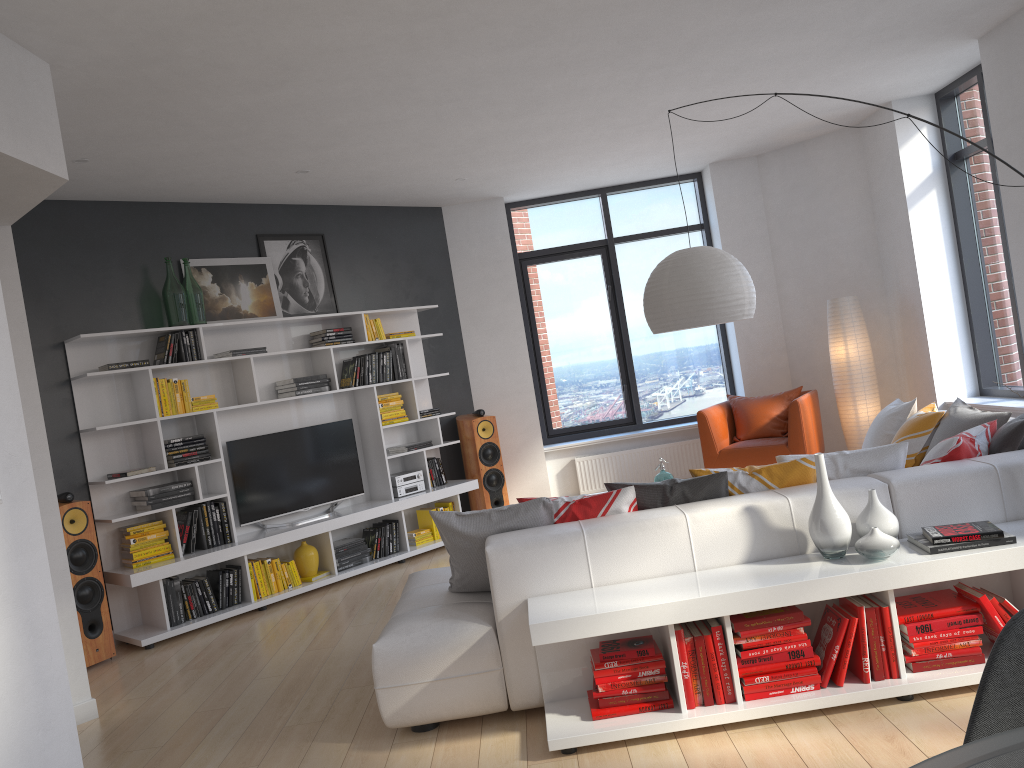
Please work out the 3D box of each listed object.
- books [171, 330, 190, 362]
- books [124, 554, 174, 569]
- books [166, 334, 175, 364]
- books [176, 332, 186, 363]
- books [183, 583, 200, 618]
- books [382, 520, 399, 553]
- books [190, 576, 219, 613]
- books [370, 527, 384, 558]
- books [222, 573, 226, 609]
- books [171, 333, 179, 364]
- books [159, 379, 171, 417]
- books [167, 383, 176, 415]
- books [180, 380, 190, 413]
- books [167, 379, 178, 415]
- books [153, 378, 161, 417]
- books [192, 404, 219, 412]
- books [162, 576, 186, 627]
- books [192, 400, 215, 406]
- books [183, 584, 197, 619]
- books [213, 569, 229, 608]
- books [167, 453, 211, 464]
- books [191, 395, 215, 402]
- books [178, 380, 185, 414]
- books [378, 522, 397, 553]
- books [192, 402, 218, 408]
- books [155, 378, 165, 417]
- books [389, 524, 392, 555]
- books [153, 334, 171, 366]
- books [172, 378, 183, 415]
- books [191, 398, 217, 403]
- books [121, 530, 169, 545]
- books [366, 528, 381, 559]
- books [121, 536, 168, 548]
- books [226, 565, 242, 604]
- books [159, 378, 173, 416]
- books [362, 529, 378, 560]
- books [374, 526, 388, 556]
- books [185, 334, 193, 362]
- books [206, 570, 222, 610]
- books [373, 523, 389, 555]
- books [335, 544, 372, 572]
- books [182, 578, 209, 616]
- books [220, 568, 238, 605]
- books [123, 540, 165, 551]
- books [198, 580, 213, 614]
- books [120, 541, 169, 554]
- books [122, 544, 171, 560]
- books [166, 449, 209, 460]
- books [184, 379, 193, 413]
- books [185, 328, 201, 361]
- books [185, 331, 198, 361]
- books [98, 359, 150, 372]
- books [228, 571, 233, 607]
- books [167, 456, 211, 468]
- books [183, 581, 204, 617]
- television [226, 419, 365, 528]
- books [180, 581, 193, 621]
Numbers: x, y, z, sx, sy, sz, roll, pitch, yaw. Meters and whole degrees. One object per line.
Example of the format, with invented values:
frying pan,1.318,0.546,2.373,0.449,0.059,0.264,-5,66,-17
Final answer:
books,-2.336,-0.256,6.250,0.025,0.232,0.176,-10,1,-45
books,-2.439,1.186,5.960,0.270,0.029,0.204,-10,1,-40
books,-2.410,-0.234,6.184,0.087,0.214,0.171,-10,1,-44
books,-2.349,-0.247,6.230,0.021,0.221,0.156,-10,1,-45
books,-2.194,1.467,6.017,0.049,0.236,0.170,-10,1,-44
books,-0.990,1.239,7.236,0.066,0.260,0.197,-10,1,-45
books,-2.114,1.445,6.098,0.083,0.249,0.191,-10,1,-45
books,-1.088,1.270,7.117,0.169,0.233,0.081,-8,1,44
books,-2.035,1.437,6.164,0.069,0.242,0.172,-10,1,-44
books,-2.381,-0.239,6.195,0.154,0.212,0.074,-8,1,44
books,-2.437,0.104,6.113,0.044,0.255,0.198,-10,1,-45
books,-2.388,0.111,6.135,0.156,0.229,0.024,-8,1,45
books,-2.327,0.095,6.216,0.024,0.234,0.172,-10,1,-45
books,-2.388,0.097,6.162,0.019,0.251,0.180,-10,1,-45
books,-2.472,0.103,6.060,0.029,0.270,0.204,-10,1,-45
books,-2.210,0.176,6.305,0.190,0.033,0.147,-10,1,-45
books,-2.313,1.449,5.925,0.128,0.321,0.259,-10,1,-45
books,-2.208,0.139,6.290,0.169,0.018,0.113,-10,1,-43
books,-2.216,1.470,6.005,0.053,0.240,0.189,-10,1,-44
books,-2.037,1.429,6.199,0.192,0.254,0.075,-8,1,44
books,-2.272,0.520,6.193,0.189,0.025,0.270,-8,1,44
books,-2.231,0.106,6.311,0.186,0.026,0.138,-10,1,-45
books,-2.347,0.096,6.202,0.023,0.239,0.169,-10,1,-45
books,-1.012,1.248,7.211,0.084,0.249,0.191,-10,1,-45
books,-2.216,0.154,6.308,0.196,0.011,0.148,-10,1,-45
books,-2.460,0.101,6.085,0.025,0.270,0.213,-10,1,-45
books,-1.034,1.257,7.182,0.179,0.243,0.068,-8,1,44
books,-2.429,-0.231,6.157,0.166,0.213,0.096,-8,1,44
books,-2.367,0.094,6.180,0.035,0.250,0.185,-10,1,-45
books,-2.217,0.124,6.305,0.187,0.014,0.134,-10,1,-45
books,-2.474,1.031,5.981,0.250,0.035,0.185,-10,1,-41
books,-1.120,1.276,7.105,0.096,0.234,0.187,-10,1,-44
books,-2.479,1.060,5.975,0.251,0.019,0.180,-10,1,-45
books,-1.968,1.414,6.268,0.066,0.260,0.197,-10,1,-45
books,-2.418,0.098,6.136,0.015,0.263,0.199,-10,1,-45
books,-1.140,1.279,7.078,0.104,0.234,0.182,-10,1,-44
books,-1.055,1.262,7.133,0.069,0.242,0.172,-10,1,-44
books,-2.313,-0.245,6.264,0.021,0.200,0.147,-10,1,-45
books,-2.072,1.432,6.169,0.066,0.260,0.197,-10,1,-45
books,-1.059,1.254,7.167,0.192,0.254,0.075,-8,1,44
books,-1.313,1.357,6.940,0.277,0.137,0.343,-8,1,40
books,-2.162,1.452,6.055,0.193,0.255,0.066,-8,1,45
books,-1.991,1.423,6.243,0.084,0.249,0.191,-10,1,-45
books,-2.472,1.080,5.954,0.228,0.024,0.152,-10,1,-40
books,-2.135,1.453,6.071,0.177,0.242,0.066,-8,1,45
books,-2.476,1.099,5.976,0.263,0.015,0.198,-10,1,-41
books,-2.460,1.127,5.968,0.255,0.044,0.198,-10,1,-45
books,-2.294,0.496,6.200,0.209,0.030,0.266,-8,1,44
books,-2.311,0.092,6.237,0.024,0.234,0.172,-10,1,-45
books,-2.271,-0.268,6.300,0.019,0.230,0.174,-10,1,-45
books,-2.295,-0.257,6.286,0.038,0.218,0.169,-10,1,-45
books,-2.602,-0.116,5.950,0.268,0.046,0.208,-10,1,-41
books,-2.009,1.429,6.208,0.179,0.243,0.071,-8,1,44
books,-2.268,0.545,6.191,0.189,0.026,0.263,-8,1,44
books,-2.174,1.460,6.027,0.169,0.242,0.050,-8,1,45
television,-1.645,0.700,6.854,1.102,0.704,0.207,-10,1,-45
books,-2.243,1.459,5.985,0.202,0.268,0.053,-8,1,45
